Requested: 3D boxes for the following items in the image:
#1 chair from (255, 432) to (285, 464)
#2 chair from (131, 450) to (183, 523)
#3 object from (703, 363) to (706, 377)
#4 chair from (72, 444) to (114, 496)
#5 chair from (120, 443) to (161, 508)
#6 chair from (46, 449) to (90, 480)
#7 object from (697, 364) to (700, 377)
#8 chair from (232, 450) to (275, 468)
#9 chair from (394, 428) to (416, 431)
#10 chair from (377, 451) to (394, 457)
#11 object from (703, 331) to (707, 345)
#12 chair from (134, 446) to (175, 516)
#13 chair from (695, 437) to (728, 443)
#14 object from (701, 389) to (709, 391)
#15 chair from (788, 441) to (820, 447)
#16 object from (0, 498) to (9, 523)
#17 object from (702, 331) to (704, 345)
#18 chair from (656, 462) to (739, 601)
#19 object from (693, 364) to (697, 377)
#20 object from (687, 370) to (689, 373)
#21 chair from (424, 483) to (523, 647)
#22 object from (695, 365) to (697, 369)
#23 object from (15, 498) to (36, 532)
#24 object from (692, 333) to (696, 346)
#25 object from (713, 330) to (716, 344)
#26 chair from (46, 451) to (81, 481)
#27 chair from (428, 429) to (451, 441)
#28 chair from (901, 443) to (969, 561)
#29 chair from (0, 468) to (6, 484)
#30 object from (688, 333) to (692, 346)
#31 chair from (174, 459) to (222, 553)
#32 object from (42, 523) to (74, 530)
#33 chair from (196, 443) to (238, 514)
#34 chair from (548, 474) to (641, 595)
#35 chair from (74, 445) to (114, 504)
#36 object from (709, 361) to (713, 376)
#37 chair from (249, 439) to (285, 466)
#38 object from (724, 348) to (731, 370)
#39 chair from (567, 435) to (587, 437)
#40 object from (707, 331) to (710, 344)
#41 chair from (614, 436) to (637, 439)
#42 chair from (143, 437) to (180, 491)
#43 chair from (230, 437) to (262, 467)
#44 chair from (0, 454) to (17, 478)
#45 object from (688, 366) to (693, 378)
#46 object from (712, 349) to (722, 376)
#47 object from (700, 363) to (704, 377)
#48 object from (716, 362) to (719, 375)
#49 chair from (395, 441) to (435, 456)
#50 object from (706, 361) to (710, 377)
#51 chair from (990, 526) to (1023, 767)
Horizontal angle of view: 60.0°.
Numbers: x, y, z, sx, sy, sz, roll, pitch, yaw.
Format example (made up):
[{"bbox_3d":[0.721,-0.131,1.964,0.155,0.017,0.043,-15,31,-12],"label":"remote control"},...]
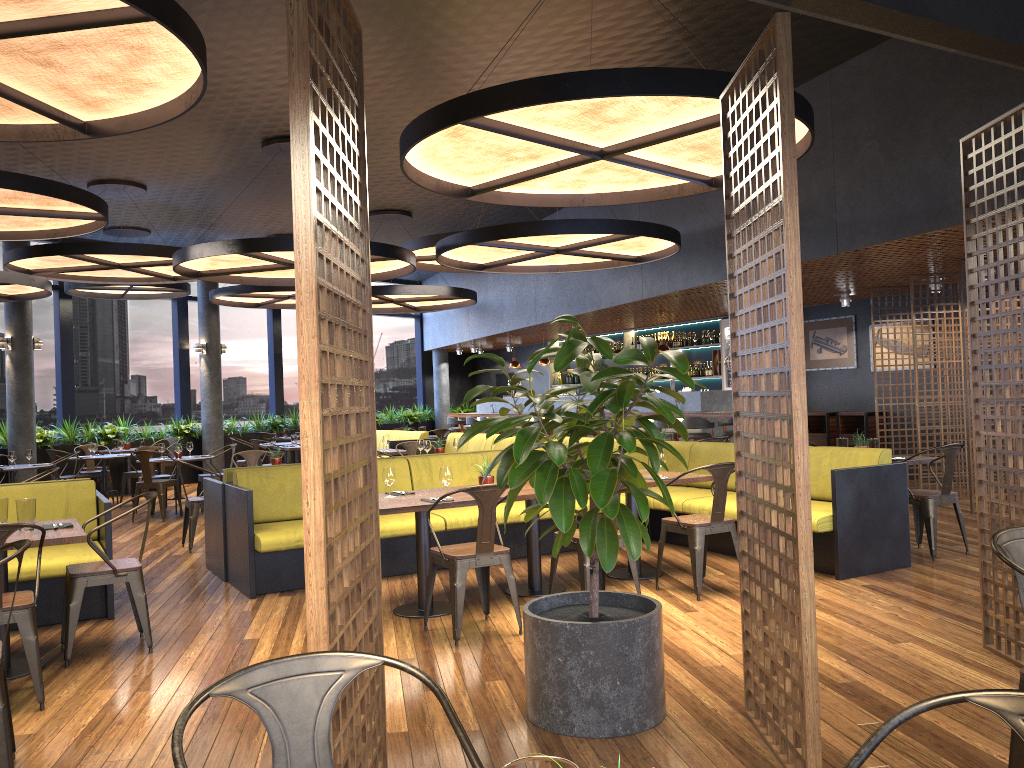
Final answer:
[{"bbox_3d":[-4.839,1.406,17.797,0.504,0.917,0.541,-3,-1,35],"label":"chair"},{"bbox_3d":[-4.607,1.300,11.453,0.504,0.917,0.541,-2,-1,10],"label":"chair"},{"bbox_3d":[3.538,-0.256,16.276,0.063,0.254,0.063,-2,-1,-22],"label":"object"},{"bbox_3d":[-7.000,1.441,14.770,0.541,0.917,0.504,-1,-1,-44],"label":"chair"},{"bbox_3d":[-5.554,1.365,13.350,0.541,0.917,0.504,-2,-1,1],"label":"chair"},{"bbox_3d":[-6.440,1.391,12.872,0.504,0.917,0.541,-3,-1,33],"label":"chair"},{"bbox_3d":[3.430,-0.250,16.350,0.063,0.254,0.063,-2,-1,-2],"label":"object"},{"bbox_3d":[-2.846,1.211,9.929,0.504,0.917,0.541,-2,-1,-29],"label":"chair"},{"bbox_3d":[-1.943,1.278,16.491,0.504,0.917,0.541,-2,-1,-29],"label":"chair"},{"bbox_3d":[-1.353,1.154,9.836,0.541,0.917,0.504,-2,-1,-29],"label":"chair"},{"bbox_3d":[3.488,-0.837,16.050,0.063,0.254,0.063,-2,-1,-2],"label":"object"},{"bbox_3d":[-4.934,1.326,12.303,0.541,0.917,0.504,-3,-1,42],"label":"chair"},{"bbox_3d":[2.058,1.023,9.578,0.504,0.917,0.541,-2,-1,-29],"label":"chair"},{"bbox_3d":[3.590,0.335,16.152,0.204,0.492,0.310,-2,-1,-30],"label":"object"},{"bbox_3d":[2.798,0.976,8.318,0.504,0.917,0.541,-2,-1,-29],"label":"chair"},{"bbox_3d":[-2.945,0.748,5.089,0.102,0.178,0.102,-2,-1,6],"label":"object"},{"bbox_3d":[3.494,-0.835,16.162,0.063,0.254,0.063,-2,-1,13],"label":"object"},{"bbox_3d":[1.334,0.999,6.238,0.504,0.917,0.541,-2,-1,-29],"label":"chair"},{"bbox_3d":[3.363,-0.249,16.305,0.063,0.254,0.063,-2,-1,-27],"label":"object"},{"bbox_3d":[3.262,-0.217,16.570,0.097,0.206,0.097,-3,-1,29],"label":"object"},{"bbox_3d":[-0.237,1.044,5.346,0.504,0.917,0.541,-2,-1,-29],"label":"chair"},{"bbox_3d":[3.412,-0.233,16.474,0.088,0.224,0.088,-2,-1,-35],"label":"object"},{"bbox_3d":[-2.734,0.738,4.992,0.102,0.178,0.102,-1,-1,-44],"label":"object"},{"bbox_3d":[3.380,-0.826,16.472,0.063,0.254,0.063,-1,-1,-42],"label":"object"},{"bbox_3d":[3.665,-0.843,16.073,0.063,0.254,0.063,-2,-1,-22],"label":"object"},{"bbox_3d":[-5.955,1.354,11.650,0.541,0.917,0.504,-2,-1,-29],"label":"chair"},{"bbox_3d":[-1.321,1.238,15.392,0.504,0.917,0.541,-2,-1,-29],"label":"chair"},{"bbox_3d":[3.401,0.937,7.251,0.504,0.917,0.541,-2,-1,-29],"label":"chair"},{"bbox_3d":[-6.504,1.362,10.868,0.504,0.917,0.541,-2,-1,10],"label":"chair"},{"bbox_3d":[3.299,-0.824,16.424,0.063,0.254,0.063,-3,-1,33],"label":"object"},{"bbox_3d":[-3.133,1.208,9.022,0.541,0.917,0.504,-2,-1,-29],"label":"chair"},{"bbox_3d":[-2.618,0.816,5.113,0.157,0.019,0.255,-2,-1,-30],"label":"object"},{"bbox_3d":[-4.057,1.292,12.235,0.541,0.917,0.504,-2,-1,-29],"label":"chair"},{"bbox_3d":[0.546,1.021,5.791,0.504,0.917,0.541,-2,-1,-29],"label":"chair"},{"bbox_3d":[-6.519,1.408,13.824,0.504,0.917,0.541,-1,-1,-38],"label":"chair"},{"bbox_3d":[3.611,-0.276,16.060,0.079,0.281,0.079,-2,-1,-36],"label":"object"},{"bbox_3d":[-3.779,1.305,13.792,0.504,0.917,0.541,-3,-1,38],"label":"chair"},{"bbox_3d":[3.154,-0.093,12.178,0.263,0.944,0.566,-1,-1,-37],"label":"object"},{"bbox_3d":[0.742,1.108,11.933,0.504,0.917,0.541,-2,-1,-29],"label":"chair"},{"bbox_3d":[3.569,-0.839,16.112,0.063,0.254,0.063,-3,-1,23],"label":"object"},{"bbox_3d":[1.445,1.062,10.662,0.504,0.917,0.541,-2,-1,-29],"label":"chair"},{"bbox_3d":[-6.238,1.429,15.863,0.504,0.917,0.541,-3,-1,24],"label":"chair"},{"bbox_3d":[-4.527,1.354,15.159,0.541,0.917,0.504,-2,-1,-11],"label":"chair"},{"bbox_3d":[-6.831,1.387,11.718,0.541,0.917,0.504,-3,-1,42],"label":"chair"},{"bbox_3d":[3.309,-0.230,16.434,0.088,0.224,0.088,-3,-1,30],"label":"object"},{"bbox_3d":[3.733,-0.383,15.780,0.161,0.475,0.300,-2,-1,-30],"label":"object"},{"bbox_3d":[3.470,-0.254,16.227,0.063,0.254,0.063,-3,-1,23],"label":"object"},{"bbox_3d":[3.700,-0.335,15.842,0.091,0.369,0.092,-3,-1,30],"label":"object"},{"bbox_3d":[-1.111,1.158,10.686,0.504,0.917,0.541,-2,-1,-29],"label":"chair"},{"bbox_3d":[3.565,-0.274,16.142,0.079,0.281,0.079,-3,-1,34],"label":"object"},{"bbox_3d":[1.799,0.927,2.707,0.504,0.917,0.541,-2,-1,-29],"label":"chair"}]
